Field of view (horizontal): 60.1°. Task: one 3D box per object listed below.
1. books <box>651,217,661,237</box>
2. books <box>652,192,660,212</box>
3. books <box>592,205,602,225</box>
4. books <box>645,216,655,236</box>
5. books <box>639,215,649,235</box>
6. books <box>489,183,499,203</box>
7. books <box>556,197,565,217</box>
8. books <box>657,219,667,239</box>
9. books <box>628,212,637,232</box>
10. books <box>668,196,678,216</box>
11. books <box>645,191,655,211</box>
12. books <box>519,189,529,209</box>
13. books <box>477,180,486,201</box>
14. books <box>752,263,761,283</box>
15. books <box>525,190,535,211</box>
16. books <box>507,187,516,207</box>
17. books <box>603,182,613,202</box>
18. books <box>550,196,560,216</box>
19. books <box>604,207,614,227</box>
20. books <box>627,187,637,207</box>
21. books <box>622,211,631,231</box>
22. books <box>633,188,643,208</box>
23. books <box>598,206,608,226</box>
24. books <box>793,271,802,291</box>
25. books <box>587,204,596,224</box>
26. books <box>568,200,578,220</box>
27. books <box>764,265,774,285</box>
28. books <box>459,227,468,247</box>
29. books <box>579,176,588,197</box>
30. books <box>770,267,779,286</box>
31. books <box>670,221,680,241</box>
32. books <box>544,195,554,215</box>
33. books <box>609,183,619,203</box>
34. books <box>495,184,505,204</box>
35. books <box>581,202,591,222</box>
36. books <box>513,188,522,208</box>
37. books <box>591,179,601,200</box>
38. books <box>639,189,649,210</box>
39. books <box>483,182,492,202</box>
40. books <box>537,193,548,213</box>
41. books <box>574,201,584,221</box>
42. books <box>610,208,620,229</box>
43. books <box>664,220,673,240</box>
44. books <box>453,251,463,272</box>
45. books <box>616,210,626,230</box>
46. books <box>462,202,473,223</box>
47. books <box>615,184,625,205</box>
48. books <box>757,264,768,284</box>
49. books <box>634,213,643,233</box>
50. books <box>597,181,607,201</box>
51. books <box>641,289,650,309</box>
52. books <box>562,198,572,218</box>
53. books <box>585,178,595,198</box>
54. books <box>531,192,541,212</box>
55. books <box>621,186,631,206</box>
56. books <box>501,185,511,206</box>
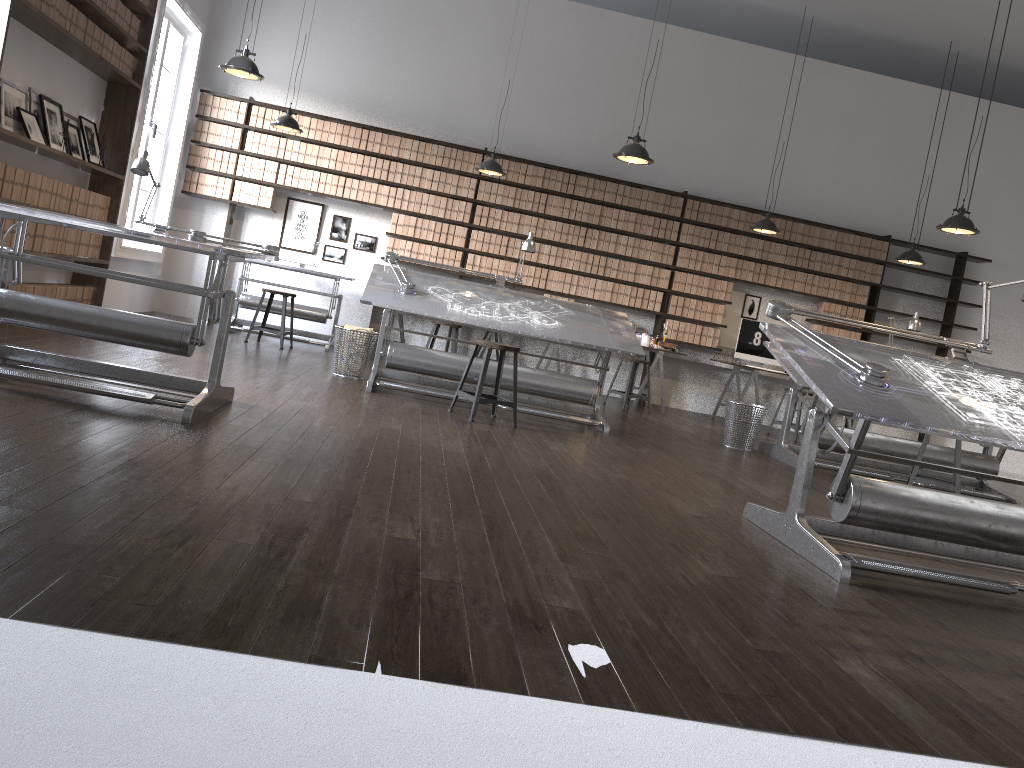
[{"bbox_3d":[1.619,-1.774,10.083,0.066,0.225,0.175,11,3,-7],"label":"books"},{"bbox_3d":[1.613,-2.057,10.067,0.066,0.225,0.175,11,3,-7],"label":"books"},{"bbox_3d":[0.944,-1.900,10.001,0.067,0.225,0.175,11,3,-7],"label":"books"},{"bbox_3d":[1.550,-1.787,10.071,0.066,0.225,0.175,11,3,-7],"label":"books"},{"bbox_3d":[1.481,-1.800,10.067,0.066,0.225,0.175,11,3,-7],"label":"books"},{"bbox_3d":[-0.209,-2.117,9.874,0.067,0.225,0.175,11,3,-7],"label":"books"},{"bbox_3d":[0.533,-1.977,9.955,0.067,0.225,0.175,11,3,-7],"label":"books"},{"bbox_3d":[1.693,-1.760,10.086,0.067,0.225,0.175,11,3,-7],"label":"books"},{"bbox_3d":[1.346,-1.825,10.046,0.067,0.225,0.175,11,3,-7],"label":"books"},{"bbox_3d":[1.813,-2.019,10.091,0.066,0.225,0.175,11,3,-7],"label":"books"},{"bbox_3d":[1.551,-2.068,10.059,0.066,0.225,0.175,11,3,-7],"label":"books"},{"bbox_3d":[0.123,-2.055,9.916,0.066,0.225,0.175,11,3,-7],"label":"books"},{"bbox_3d":[-0.346,-2.143,9.864,0.066,0.225,0.175,11,3,-7],"label":"books"},{"bbox_3d":[2.793,-1.281,10.227,0.066,0.225,0.175,11,3,-7],"label":"books"},{"bbox_3d":[0.192,-2.041,9.919,0.066,0.225,0.175,11,3,-7],"label":"books"},{"bbox_3d":[-0.012,-2.079,9.895,0.067,0.225,0.175,11,3,-7],"label":"books"},{"bbox_3d":[1.073,-2.158,10.006,0.066,0.225,0.175,11,3,-7],"label":"books"},{"bbox_3d":[0.471,-1.989,9.953,0.066,0.225,0.175,11,3,-7],"label":"books"},{"bbox_3d":[1.080,-1.875,10.022,0.066,0.225,0.175,11,3,-7],"label":"books"},{"bbox_3d":[1.344,-2.107,10.040,0.066,0.225,0.175,11,3,-7],"label":"books"},{"bbox_3d":[1.281,-1.837,10.043,0.066,0.225,0.175,11,3,-7],"label":"books"},{"bbox_3d":[1.412,-2.094,10.045,0.066,0.225,0.175,11,3,-7],"label":"books"},{"bbox_3d":[1.012,-1.888,10.016,0.066,0.225,0.175,11,3,-7],"label":"books"},{"bbox_3d":[3.282,-1.189,10.279,0.066,0.225,0.175,11,3,-7],"label":"books"},{"bbox_3d":[0.879,-1.913,9.999,0.066,0.225,0.175,11,3,-7],"label":"books"},{"bbox_3d":[0.674,-1.951,9.974,0.066,0.225,0.175,11,3,-7],"label":"books"},{"bbox_3d":[2.938,-1.253,10.243,0.066,0.225,0.175,11,3,-7],"label":"books"},{"bbox_3d":[-0.547,-1.626,9.861,0.067,0.225,0.175,11,3,-7],"label":"books"},{"bbox_3d":[0.793,-2.210,9.971,0.066,0.225,0.175,11,3,-7],"label":"books"},{"bbox_3d":[3.003,-1.241,10.243,0.066,0.225,0.175,11,3,-7],"label":"books"},{"bbox_3d":[1.839,-1.733,10.105,0.066,0.225,0.175,11,3,-7],"label":"books"},{"bbox_3d":[0.407,-2.001,9.948,0.066,0.225,0.175,11,3,-7],"label":"books"},{"bbox_3d":[1.135,-2.146,10.009,0.067,0.225,0.175,11,3,-7],"label":"books"},{"bbox_3d":[-0.139,-2.103,9.884,0.066,0.225,0.175,11,3,-7],"label":"books"},{"bbox_3d":[0.817,-1.924,9.990,0.066,0.225,0.175,11,3,-7],"label":"books"},{"bbox_3d":[0.054,-2.068,9.908,0.066,0.225,0.175,11,3,-7],"label":"books"},{"bbox_3d":[0.931,-2.185,9.994,0.066,0.225,0.175,11,3,-7],"label":"books"},{"bbox_3d":[1.481,-2.081,10.049,0.067,0.225,0.175,11,3,-7],"label":"books"},{"bbox_3d":[-0.278,-2.130,9.870,0.066,0.225,0.175,11,3,-7],"label":"books"},{"bbox_3d":[0.335,-2.015,9.934,0.067,0.225,0.175,11,3,-7],"label":"books"},{"bbox_3d":[0.747,-1.937,9.980,0.067,0.225,0.175,11,3,-7],"label":"books"},{"bbox_3d":[1.149,-1.862,10.025,0.067,0.225,0.175,11,3,-7],"label":"books"},{"bbox_3d":[1.765,-1.747,10.099,0.066,0.225,0.175,11,3,-7],"label":"books"},{"bbox_3d":[-0.604,-1.362,9.869,0.067,0.225,0.175,11,3,-7],"label":"books"},{"bbox_3d":[1.219,-1.849,10.035,0.066,0.225,0.175,11,3,-7],"label":"books"},{"bbox_3d":[-0.498,-1.899,9.860,0.066,0.225,0.175,11,3,-7],"label":"books"},{"bbox_3d":[1.205,-2.133,10.017,0.066,0.225,0.175,11,3,-7],"label":"books"},{"bbox_3d":[2.866,-1.267,10.229,0.067,0.225,0.175,11,3,-7],"label":"books"},{"bbox_3d":[1.412,-1.813,10.059,0.066,0.225,0.175,11,3,-7],"label":"books"},{"bbox_3d":[1.000,-2.172,9.999,0.066,0.225,0.175,11,3,-7],"label":"books"},{"bbox_3d":[1.505,-0.967,10.109,0.066,0.225,0.175,11,3,-7],"label":"books"},{"bbox_3d":[0.604,-1.964,9.963,0.066,0.225,0.175,11,3,-7],"label":"books"},{"bbox_3d":[0.864,-2.197,9.982,0.066,0.225,0.175,11,3,-7],"label":"books"},{"bbox_3d":[0.261,-2.029,9.932,0.066,0.225,0.175,11,3,-7],"label":"books"},{"bbox_3d":[1.276,-2.120,10.028,0.066,0.225,0.175,11,3,-7],"label":"books"},{"bbox_3d":[-0.077,-2.092,9.892,0.066,0.225,0.175,11,3,-7],"label":"books"}]
